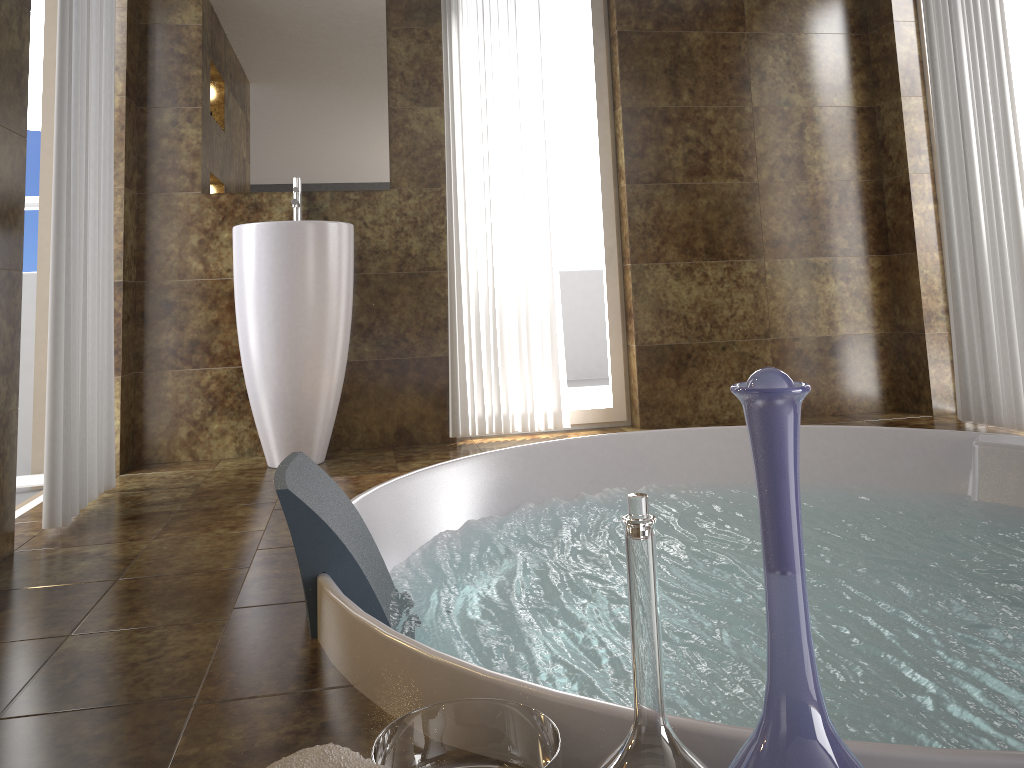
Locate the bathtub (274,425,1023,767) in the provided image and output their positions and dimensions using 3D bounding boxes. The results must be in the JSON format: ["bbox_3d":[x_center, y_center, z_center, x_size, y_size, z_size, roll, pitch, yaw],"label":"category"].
[{"bbox_3d":[0.544,0.351,1.531,1.743,0.528,1.750,-1,5,21],"label":"bathtub"}]

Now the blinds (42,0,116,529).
[{"bbox_3d":[-1.344,-0.770,2.759,0.068,2.304,0.587,-1,-6,-10],"label":"blinds"}]

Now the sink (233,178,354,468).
[{"bbox_3d":[-0.839,-0.269,3.337,0.459,1.150,0.428,-2,-6,-7],"label":"sink"}]

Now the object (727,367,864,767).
[{"bbox_3d":[0.187,0.199,0.575,0.136,0.425,0.133,-2,-6,-2],"label":"object"}]

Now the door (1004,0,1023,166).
[{"bbox_3d":[2.412,-0.973,3.728,0.955,2.254,0.039,-5,-7,23],"label":"door"}]

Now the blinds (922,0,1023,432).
[{"bbox_3d":[1.836,-0.971,3.442,0.069,2.304,0.474,-1,-7,-10],"label":"blinds"}]

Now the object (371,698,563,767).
[{"bbox_3d":[-0.039,0.359,0.770,0.170,0.076,0.168,-4,4,-29],"label":"object"}]

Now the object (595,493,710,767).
[{"bbox_3d":[0.110,0.245,0.692,0.130,0.312,0.127,-2,-5,-2],"label":"object"}]

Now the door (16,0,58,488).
[{"bbox_3d":[-2.121,-0.721,3.090,0.962,2.254,0.039,0,-7,-20],"label":"door"}]

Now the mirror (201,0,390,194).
[{"bbox_3d":[-0.921,-1.353,3.689,0.769,1.105,0.008,-2,-7,-10],"label":"mirror"}]

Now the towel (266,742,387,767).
[{"bbox_3d":[-0.156,0.371,0.542,0.337,0.151,0.321,0,4,34],"label":"towel"}]

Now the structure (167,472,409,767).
[{"bbox_3d":[0.546,0.359,1.531,2.007,0.125,1.994,-3,6,-10],"label":"structure"}]

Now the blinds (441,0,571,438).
[{"bbox_3d":[-0.049,-0.930,3.753,0.520,2.292,0.066,-1,-7,-10],"label":"blinds"}]
